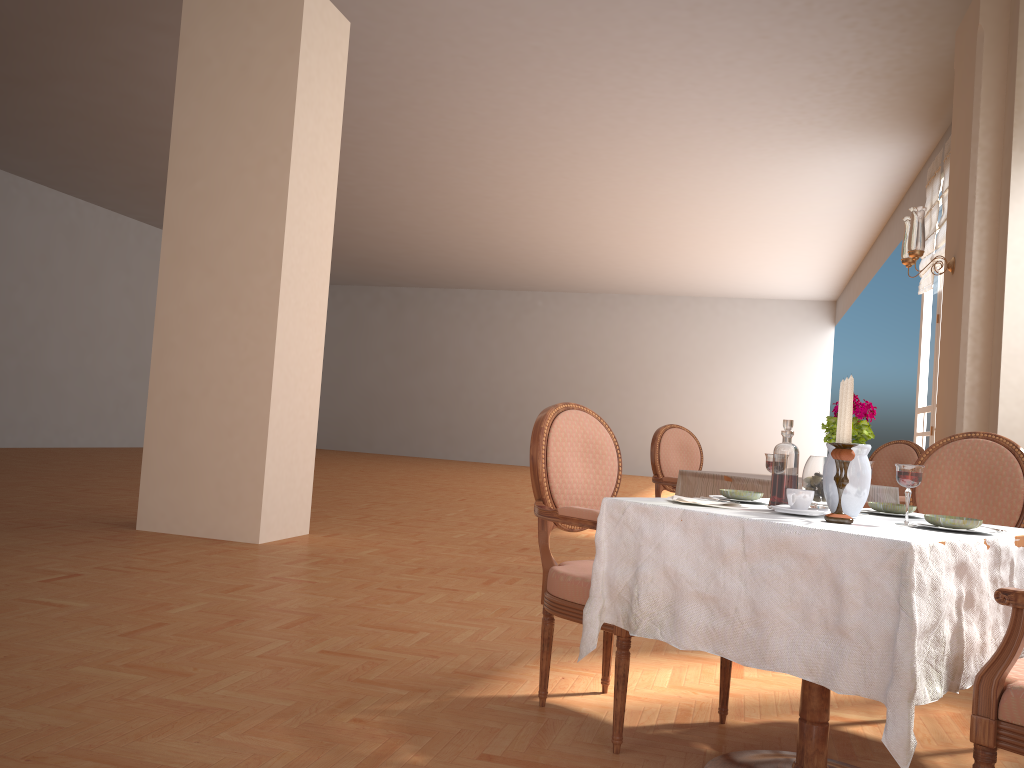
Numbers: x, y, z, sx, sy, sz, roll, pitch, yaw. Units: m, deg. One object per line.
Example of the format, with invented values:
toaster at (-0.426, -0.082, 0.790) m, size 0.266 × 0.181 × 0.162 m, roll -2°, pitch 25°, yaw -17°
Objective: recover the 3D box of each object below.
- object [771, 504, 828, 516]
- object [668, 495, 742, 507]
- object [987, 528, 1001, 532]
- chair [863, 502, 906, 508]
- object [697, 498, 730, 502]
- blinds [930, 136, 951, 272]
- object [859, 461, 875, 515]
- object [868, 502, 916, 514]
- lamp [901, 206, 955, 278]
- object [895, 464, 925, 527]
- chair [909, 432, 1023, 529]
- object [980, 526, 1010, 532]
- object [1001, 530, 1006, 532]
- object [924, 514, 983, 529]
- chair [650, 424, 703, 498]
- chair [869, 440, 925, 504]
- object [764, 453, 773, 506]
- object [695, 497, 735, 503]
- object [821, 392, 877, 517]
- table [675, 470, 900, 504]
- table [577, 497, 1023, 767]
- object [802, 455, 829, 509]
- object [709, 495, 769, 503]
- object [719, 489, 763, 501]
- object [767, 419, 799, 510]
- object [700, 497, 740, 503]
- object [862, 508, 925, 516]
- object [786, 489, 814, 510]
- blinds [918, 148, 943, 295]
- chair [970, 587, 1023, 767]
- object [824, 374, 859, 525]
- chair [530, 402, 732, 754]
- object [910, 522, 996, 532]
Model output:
object at (0.675, 0.297, 2.083) m, size 0.119 × 0.016 × 0.119 m, roll 2°, pitch -3°, yaw 34°
object at (0.443, 0.287, 2.183) m, size 0.095 × 0.012 × 0.234 m, roll 6°, pitch -4°, yaw -37°
object at (1.051, 0.328, 2.029) m, size 0.013 × 0.004 × 0.127 m, roll 6°, pitch -4°, yaw -38°
chair at (1.777, 0.699, 4.002) m, size 0.521 × 0.931 × 0.593 m, roll 6°, pitch -3°, yaw -31°
object at (0.519, 0.303, 2.329) m, size 0.027 × 0.006 × 0.125 m, roll 7°, pitch -4°, yaw -42°
blinds at (3.697, -1.554, 7.540) m, size 0.085 × 1.235 × 0.699 m, roll 4°, pitch -2°, yaw 15°
object at (0.879, 0.261, 2.239) m, size 0.062 × 0.135 × 0.062 m, roll 6°, pitch -3°, yaw -44°
object at (0.997, 0.328, 2.326) m, size 0.117 × 0.024 × 0.117 m, roll 4°, pitch -3°, yaw -6°
lamp at (2.417, -0.811, 5.142) m, size 0.274 × 0.362 × 0.320 m, roll 4°, pitch -3°, yaw 15°
object at (0.883, 0.248, 1.977) m, size 0.062 × 0.135 × 0.062 m, roll 6°, pitch -3°, yaw -44°
chair at (1.268, 0.593, 2.641) m, size 0.593 × 0.931 × 0.521 m, roll 6°, pitch -3°, yaw -42°
object at (1.088, 0.331, 2.057) m, size 0.027 × 0.006 × 0.125 m, roll 6°, pitch -4°, yaw -39°
object at (1.069, 0.331, 2.039) m, size 0.016 × 0.002 × 0.125 m, roll 6°, pitch -4°, yaw -38°
object at (0.977, 0.308, 1.966) m, size 0.117 × 0.024 × 0.117 m, roll 6°, pitch -3°, yaw -34°
chair at (1.085, 0.708, 5.196) m, size 0.521 × 0.931 × 0.593 m, roll 6°, pitch -3°, yaw -31°
chair at (2.000, 0.763, 4.964) m, size 0.593 × 0.931 × 0.521 m, roll 6°, pitch -3°, yaw -31°
object at (0.676, 0.247, 2.275) m, size 0.062 × 0.135 × 0.062 m, roll 6°, pitch -3°, yaw -44°
object at (0.537, 0.307, 2.347) m, size 0.016 × 0.002 × 0.125 m, roll 7°, pitch -4°, yaw -41°
object at (0.803, 0.164, 2.128) m, size 0.124 × 0.302 × 0.143 m, roll 4°, pitch -2°, yaw 13°
table at (1.397, 0.827, 4.598) m, size 0.831 × 0.676 × 0.829 m, roll 6°, pitch -3°, yaw -30°
table at (0.742, 0.656, 2.167) m, size 0.837 × 0.680 × 0.829 m, roll 6°, pitch -3°, yaw -42°
object at (0.784, 0.252, 2.249) m, size 0.093 × 0.138 × 0.093 m, roll 2°, pitch -3°, yaw 43°
object at (0.626, 0.316, 2.425) m, size 0.171 × 0.005 × 0.171 m, roll 6°, pitch -4°, yaw -38°
object at (0.627, 0.306, 2.426) m, size 0.117 × 0.024 × 0.117 m, roll 3°, pitch -3°, yaw 25°
object at (0.675, 0.199, 2.187) m, size 0.074 × 0.222 × 0.074 m, roll 4°, pitch -2°, yaw -6°
object at (0.555, 0.308, 2.359) m, size 0.013 × 0.004 × 0.127 m, roll 7°, pitch -4°, yaw -41°
object at (0.996, 0.338, 2.326) m, size 0.171 × 0.005 × 0.171 m, roll 7°, pitch -4°, yaw -45°
object at (0.669, 0.273, 2.082) m, size 0.078 × 0.049 × 0.062 m, roll 5°, pitch -3°, yaw -13°
blinds at (3.907, -1.472, 8.298) m, size 0.038 × 1.292 × 0.690 m, roll 4°, pitch -2°, yaw 15°
chair at (1.238, 0.541, 1.653) m, size 0.521 × 0.931 × 0.593 m, roll 6°, pitch -3°, yaw -42°
object at (0.730, 0.143, 1.956) m, size 0.059 × 0.325 × 0.177 m, roll 4°, pitch -2°, yaw 13°
chair at (0.326, 0.527, 2.689) m, size 0.521 × 0.931 × 0.593 m, roll 6°, pitch -3°, yaw -42°
object at (0.977, 0.319, 1.966) m, size 0.171 × 0.005 × 0.171 m, roll 6°, pitch -3°, yaw -25°
